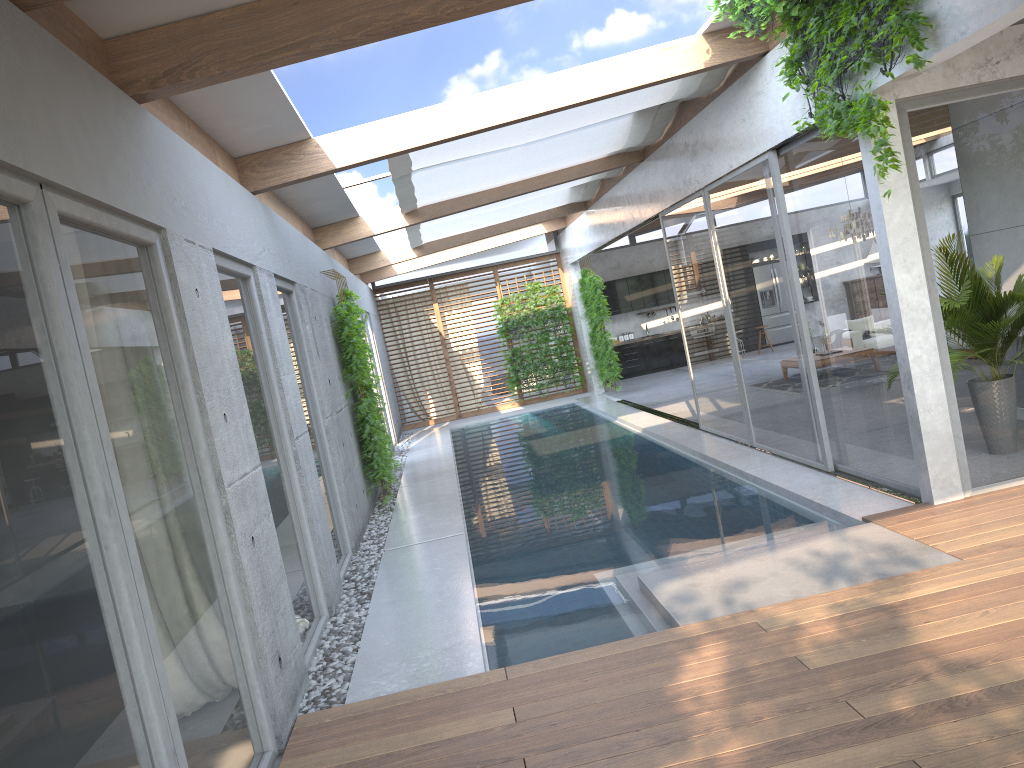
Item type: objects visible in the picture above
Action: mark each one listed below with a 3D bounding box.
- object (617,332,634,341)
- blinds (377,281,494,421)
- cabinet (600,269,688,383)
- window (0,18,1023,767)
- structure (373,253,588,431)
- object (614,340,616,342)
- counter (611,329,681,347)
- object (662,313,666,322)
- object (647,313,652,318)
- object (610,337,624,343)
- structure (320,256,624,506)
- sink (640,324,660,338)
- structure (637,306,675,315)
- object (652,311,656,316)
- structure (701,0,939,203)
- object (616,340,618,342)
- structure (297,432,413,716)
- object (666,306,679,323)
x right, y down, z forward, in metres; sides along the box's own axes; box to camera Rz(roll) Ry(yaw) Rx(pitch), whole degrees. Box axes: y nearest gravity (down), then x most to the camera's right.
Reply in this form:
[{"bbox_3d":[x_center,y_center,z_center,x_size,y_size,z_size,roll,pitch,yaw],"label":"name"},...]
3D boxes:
[{"bbox_3d":[2.689,-1.123,20.937,0.405,0.200,0.147,-12,4,-3],"label":"object"},{"bbox_3d":[-1.651,-0.644,19.425,2.087,2.898,0.692,-12,4,0],"label":"blinds"},{"bbox_3d":[4.373,-1.771,20.861,5.901,2.502,0.709,-12,4,-6],"label":"cabinet"},{"bbox_3d":[4.604,-1.978,13.764,14.294,3.764,23.280,-12,4,-4],"label":"window"},{"bbox_3d":[-0.761,-0.897,19.134,4.313,3.079,0.085,-12,4,-4],"label":"structure"},{"bbox_3d":[2.343,-0.984,20.545,0.090,0.087,0.086,-13,4,-27],"label":"object"},{"bbox_3d":[3.441,-1.135,20.790,3.805,0.061,0.607,-12,4,-4],"label":"counter"},{"bbox_3d":[3.584,-1.617,21.024,0.071,0.325,0.066,-12,4,-4],"label":"object"},{"bbox_3d":[3.252,-1.642,20.990,0.117,0.139,0.093,-12,4,-2],"label":"object"},{"bbox_3d":[2.355,-1.007,20.721,0.381,0.134,0.590,-13,4,-16],"label":"object"},{"bbox_3d":[0.037,-0.608,14.365,2.739,2.687,10.282,-11,4,13],"label":"structure"},{"bbox_3d":[3.235,-1.153,20.773,0.526,0.514,0.514,-12,4,-4],"label":"sink"},{"bbox_3d":[3.430,-1.742,21.014,0.932,0.046,0.081,-12,4,-4],"label":"structure"},{"bbox_3d":[3.359,-1.664,20.990,0.117,0.139,0.093,-11,4,13],"label":"object"},{"bbox_3d":[1.908,-2.079,5.555,0.918,2.054,1.822,-12,4,-7],"label":"structure"},{"bbox_3d":[2.422,-0.988,20.573,0.072,0.057,0.083,-14,4,-28],"label":"object"},{"bbox_3d":[-1.640,1.378,11.289,0.477,0.068,13.673,-12,4,-4],"label":"structure"},{"bbox_3d":[3.798,-1.637,21.009,0.282,0.380,0.070,-12,4,-4],"label":"object"}]
